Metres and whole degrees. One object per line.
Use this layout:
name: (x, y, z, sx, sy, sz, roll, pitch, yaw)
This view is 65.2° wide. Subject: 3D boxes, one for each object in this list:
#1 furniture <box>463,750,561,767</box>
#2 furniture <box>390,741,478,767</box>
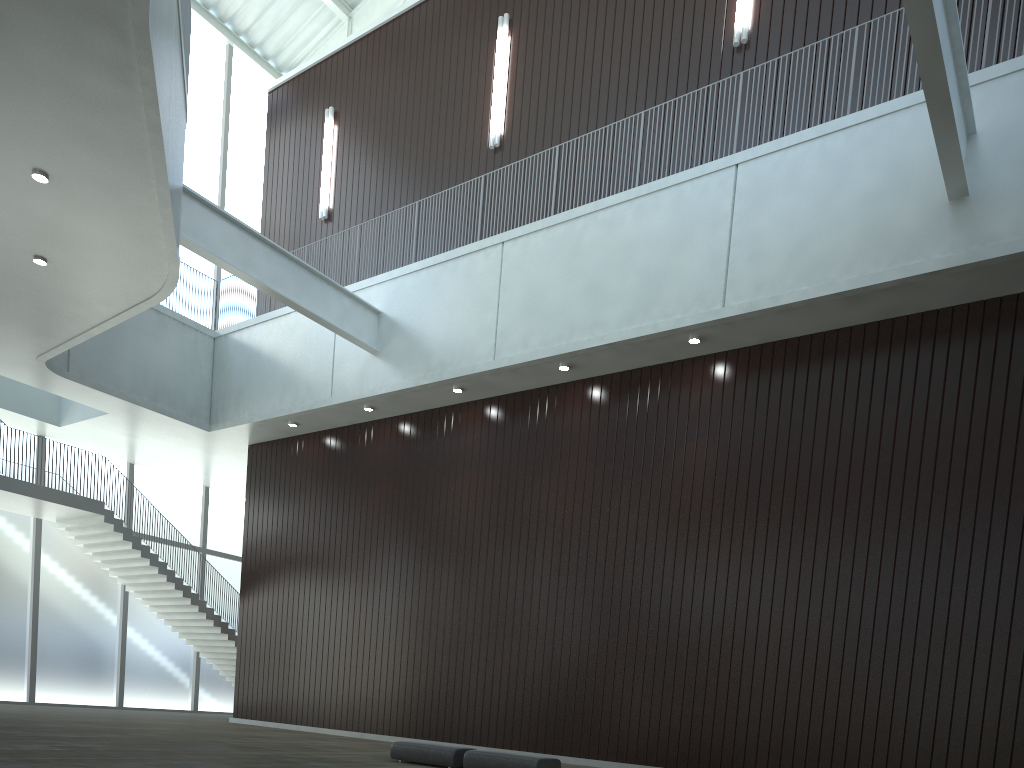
furniture: (-0.006, 17.022, 35.764, 4.032, 1.041, 2.263, -10, -22, 34)
furniture: (-3.688, 17.778, 38.354, 4.032, 1.041, 2.263, -10, -22, 34)
